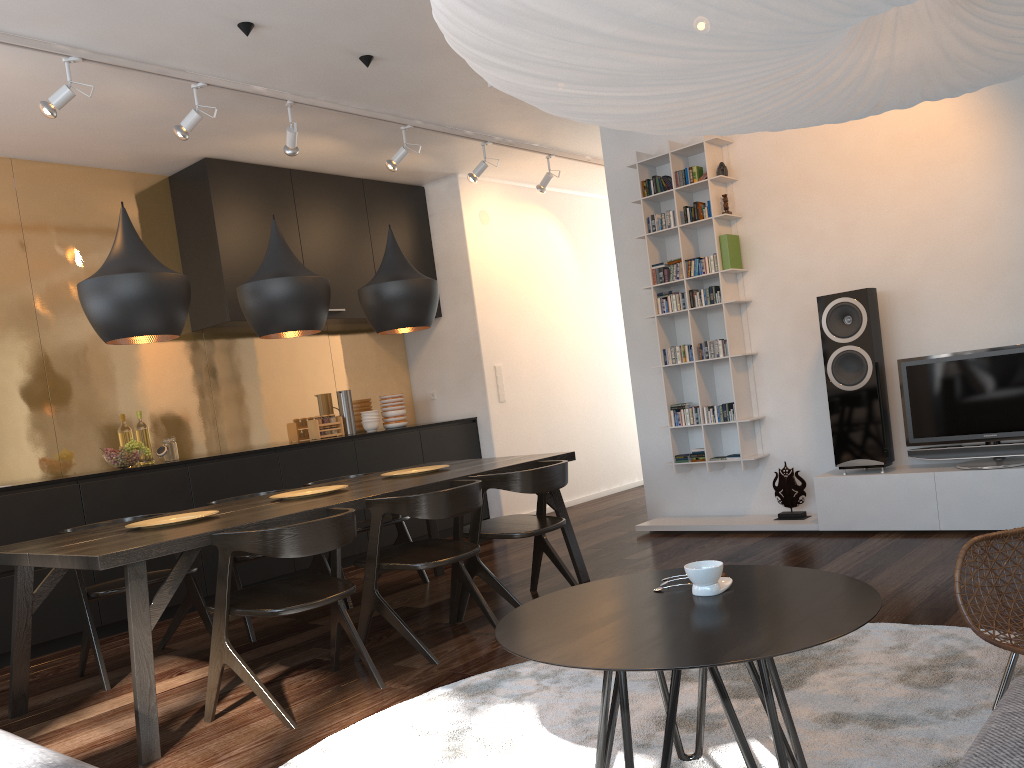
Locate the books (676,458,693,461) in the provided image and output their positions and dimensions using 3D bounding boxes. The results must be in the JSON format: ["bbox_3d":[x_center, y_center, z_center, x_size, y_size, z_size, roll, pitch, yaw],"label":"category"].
[{"bbox_3d":[1.116,0.483,5.714,0.092,0.014,0.069,-8,-1,41],"label":"books"}]

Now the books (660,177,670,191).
[{"bbox_3d":[0.971,-1.249,5.543,0.046,0.091,0.069,-5,3,41],"label":"books"}]

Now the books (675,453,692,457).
[{"bbox_3d":[1.116,0.459,5.710,0.108,0.009,0.068,-8,-1,41],"label":"books"}]

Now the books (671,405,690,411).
[{"bbox_3d":[1.087,0.152,5.705,0.107,0.023,0.068,-8,-1,41],"label":"books"}]

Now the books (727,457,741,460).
[{"bbox_3d":[1.395,0.458,5.491,0.092,0.014,0.069,-8,-1,41],"label":"books"}]

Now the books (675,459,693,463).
[{"bbox_3d":[1.117,0.497,5.714,0.099,0.015,0.074,-8,-1,41],"label":"books"}]

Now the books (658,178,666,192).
[{"bbox_3d":[0.954,-1.247,5.559,0.028,0.093,0.069,-5,3,41],"label":"books"}]

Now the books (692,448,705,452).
[{"bbox_3d":[1.203,0.418,5.631,0.092,0.014,0.069,-8,-1,41],"label":"books"}]

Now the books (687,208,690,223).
[{"bbox_3d":[1.108,-1.038,5.466,0.014,0.092,0.069,-5,3,41],"label":"books"}]

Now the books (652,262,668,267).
[{"bbox_3d":[0.952,-0.762,5.653,0.069,0.014,0.093,-7,-1,-44],"label":"books"}]

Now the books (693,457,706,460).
[{"bbox_3d":[1.209,0.469,5.633,0.092,0.014,0.069,-8,-1,41],"label":"books"}]

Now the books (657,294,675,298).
[{"bbox_3d":[1.007,-0.564,5.680,0.112,0.012,0.092,-8,-1,41],"label":"books"}]

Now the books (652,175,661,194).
[{"bbox_3d":[0.920,-1.253,5.587,0.029,0.116,0.074,-5,3,41],"label":"books"}]

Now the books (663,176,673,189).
[{"bbox_3d":[0.991,-1.255,5.527,0.058,0.099,0.068,-6,3,41],"label":"books"}]

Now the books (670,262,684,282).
[{"bbox_3d":[1.060,-0.706,5.584,0.114,0.108,0.095,-7,2,41],"label":"books"}]

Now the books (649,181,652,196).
[{"bbox_3d":[0.896,-1.238,5.609,0.014,0.092,0.069,-5,3,41],"label":"books"}]

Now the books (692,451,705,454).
[{"bbox_3d":[1.204,0.432,5.631,0.092,0.014,0.069,-8,-1,41],"label":"books"}]

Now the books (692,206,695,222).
[{"bbox_3d":[1.130,-1.042,5.444,0.020,0.093,0.069,-5,3,41],"label":"books"}]

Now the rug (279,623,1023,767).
[{"bbox_3d":[0.602,0.949,2.016,2.846,0.012,2.824,-8,-1,20],"label":"rug"}]

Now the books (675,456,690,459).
[{"bbox_3d":[1.112,0.470,5.713,0.093,0.015,0.069,-8,-1,41],"label":"books"}]

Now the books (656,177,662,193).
[{"bbox_3d":[0.938,-1.248,5.571,0.019,0.099,0.074,-5,3,41],"label":"books"}]

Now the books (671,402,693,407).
[{"bbox_3d":[1.097,0.133,5.716,0.112,0.012,0.092,-8,-1,41],"label":"books"}]

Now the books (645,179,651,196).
[{"bbox_3d":[0.879,-1.243,5.619,0.023,0.107,0.068,-5,3,41],"label":"books"}]

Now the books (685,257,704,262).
[{"bbox_3d":[1.138,-0.775,5.494,0.108,0.008,0.068,-8,-1,41],"label":"books"}]

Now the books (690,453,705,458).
[{"bbox_3d":[1.199,0.452,5.635,0.107,0.023,0.068,-8,-1,41],"label":"books"}]

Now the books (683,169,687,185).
[{"bbox_3d":[1.083,-1.268,5.464,0.012,0.108,0.068,-5,3,41],"label":"books"}]

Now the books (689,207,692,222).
[{"bbox_3d":[1.118,-1.040,5.456,0.014,0.092,0.069,-5,3,41],"label":"books"}]

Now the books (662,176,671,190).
[{"bbox_3d":[0.984,-1.254,5.533,0.058,0.099,0.068,-6,3,41],"label":"books"}]

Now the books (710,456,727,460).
[{"bbox_3d":[1.322,0.468,5.583,0.112,0.012,0.092,-8,-1,41],"label":"books"}]

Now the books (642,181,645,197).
[{"bbox_3d":[0.857,-1.240,5.645,0.016,0.107,0.068,-5,3,41],"label":"books"}]

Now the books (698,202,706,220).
[{"bbox_3d":[1.167,-1.055,5.415,0.016,0.107,0.068,-5,3,41],"label":"books"}]

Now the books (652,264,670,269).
[{"bbox_3d":[0.954,-0.748,5.659,0.092,0.014,0.069,-8,-1,41],"label":"books"}]

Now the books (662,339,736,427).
[{"bbox_3d":[1.206,-0.006,5.593,0.471,0.513,0.121,-6,3,40],"label":"books"}]

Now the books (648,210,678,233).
[{"bbox_3d":[0.981,-1.030,5.608,0.222,0.113,0.108,-8,1,41],"label":"books"}]

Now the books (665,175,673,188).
[{"bbox_3d":[0.998,-1.256,5.521,0.058,0.099,0.068,-6,3,41],"label":"books"}]

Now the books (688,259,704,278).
[{"bbox_3d":[1.145,-0.719,5.506,0.088,0.108,0.095,-6,2,41],"label":"books"}]

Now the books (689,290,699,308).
[{"bbox_3d":[1.144,-0.531,5.540,0.029,0.116,0.074,-5,3,41],"label":"books"}]

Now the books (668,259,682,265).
[{"bbox_3d":[1.044,-0.767,5.567,0.108,0.018,0.068,-8,-1,41],"label":"books"}]

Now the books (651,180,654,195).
[{"bbox_3d":[0.907,-1.240,5.601,0.014,0.092,0.069,-5,3,41],"label":"books"}]

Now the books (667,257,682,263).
[{"bbox_3d":[1.048,-0.782,5.573,0.112,0.014,0.092,-8,-1,41],"label":"books"}]

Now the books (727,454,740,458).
[{"bbox_3d":[1.393,0.444,5.486,0.069,0.014,0.093,-7,-1,-44],"label":"books"}]

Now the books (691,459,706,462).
[{"bbox_3d":[1.207,0.485,5.641,0.107,0.016,0.068,-8,-1,41],"label":"books"}]

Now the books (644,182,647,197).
[{"bbox_3d":[0.868,-1.234,5.633,0.014,0.092,0.069,-5,3,41],"label":"books"}]

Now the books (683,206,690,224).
[{"bbox_3d":[1.091,-1.044,5.475,0.023,0.107,0.068,-5,3,41],"label":"books"}]

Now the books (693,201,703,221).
[{"bbox_3d":[1.148,-1.057,5.429,0.029,0.116,0.074,-5,3,41],"label":"books"}]

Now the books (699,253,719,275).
[{"bbox_3d":[1.234,-0.735,5.441,0.137,0.113,0.122,-7,1,41],"label":"books"}]

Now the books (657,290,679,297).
[{"bbox_3d":[1.005,-0.580,5.683,0.112,0.022,0.095,-8,-1,41],"label":"books"}]
